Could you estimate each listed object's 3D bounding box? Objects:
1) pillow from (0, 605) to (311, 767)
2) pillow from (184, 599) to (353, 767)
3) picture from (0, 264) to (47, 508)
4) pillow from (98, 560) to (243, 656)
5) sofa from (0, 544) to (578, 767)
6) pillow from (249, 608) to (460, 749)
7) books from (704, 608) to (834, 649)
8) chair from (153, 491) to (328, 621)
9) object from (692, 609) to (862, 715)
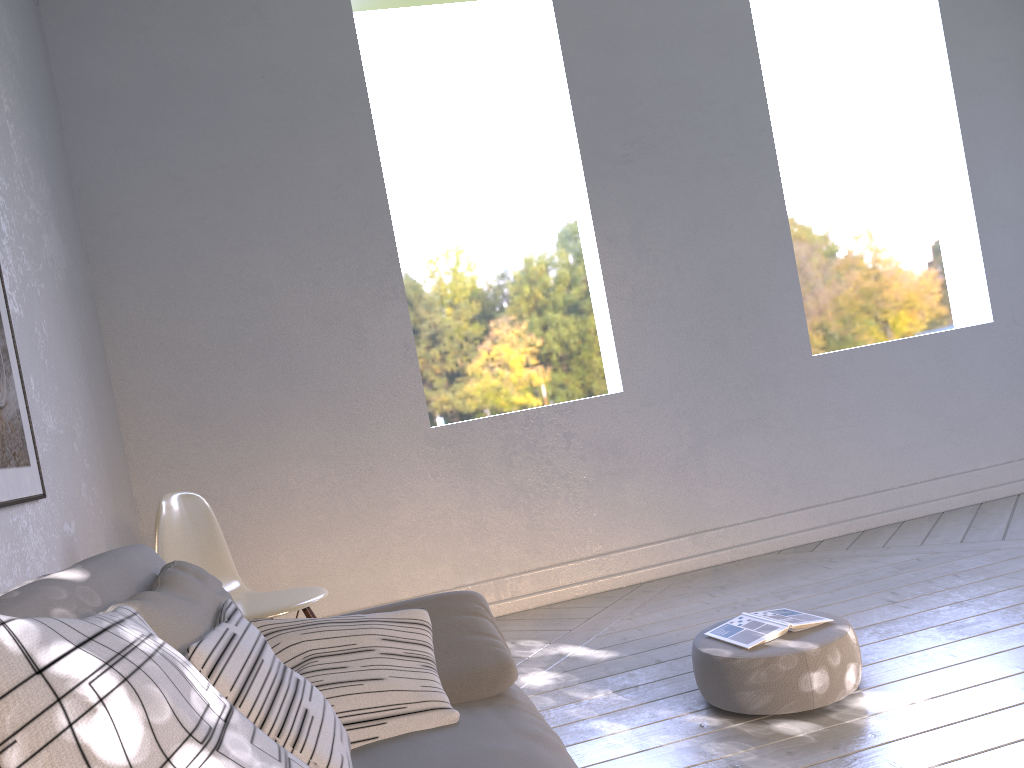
[{"bbox_3d":[-0.236,0.318,0.685,0.219,0.386,0.454,-11,0,-10],"label":"pillow"},{"bbox_3d":[-0.278,0.398,1.073,0.154,0.257,0.313,-11,0,-12],"label":"pillow"},{"bbox_3d":[-1.167,-0.209,1.837,0.019,0.957,0.628,-11,1,-12],"label":"picture"},{"bbox_3d":[-0.391,0.394,1.146,0.151,0.313,0.490,-11,0,-12],"label":"pillow"},{"bbox_3d":[-0.192,0.502,0.692,0.765,0.682,1.865,-11,-1,-12],"label":"sofa"},{"bbox_3d":[-0.257,0.455,1.340,0.313,0.221,0.213,-10,0,-13],"label":"pillow"},{"bbox_3d":[0.594,0.557,2.065,0.238,0.024,0.175,-10,-1,-21],"label":"books"},{"bbox_3d":[-0.716,0.619,2.470,0.416,0.706,0.366,-10,1,17],"label":"chair"},{"bbox_3d":[0.610,0.636,2.060,0.376,0.135,0.377,-10,-1,-24],"label":"object"}]
